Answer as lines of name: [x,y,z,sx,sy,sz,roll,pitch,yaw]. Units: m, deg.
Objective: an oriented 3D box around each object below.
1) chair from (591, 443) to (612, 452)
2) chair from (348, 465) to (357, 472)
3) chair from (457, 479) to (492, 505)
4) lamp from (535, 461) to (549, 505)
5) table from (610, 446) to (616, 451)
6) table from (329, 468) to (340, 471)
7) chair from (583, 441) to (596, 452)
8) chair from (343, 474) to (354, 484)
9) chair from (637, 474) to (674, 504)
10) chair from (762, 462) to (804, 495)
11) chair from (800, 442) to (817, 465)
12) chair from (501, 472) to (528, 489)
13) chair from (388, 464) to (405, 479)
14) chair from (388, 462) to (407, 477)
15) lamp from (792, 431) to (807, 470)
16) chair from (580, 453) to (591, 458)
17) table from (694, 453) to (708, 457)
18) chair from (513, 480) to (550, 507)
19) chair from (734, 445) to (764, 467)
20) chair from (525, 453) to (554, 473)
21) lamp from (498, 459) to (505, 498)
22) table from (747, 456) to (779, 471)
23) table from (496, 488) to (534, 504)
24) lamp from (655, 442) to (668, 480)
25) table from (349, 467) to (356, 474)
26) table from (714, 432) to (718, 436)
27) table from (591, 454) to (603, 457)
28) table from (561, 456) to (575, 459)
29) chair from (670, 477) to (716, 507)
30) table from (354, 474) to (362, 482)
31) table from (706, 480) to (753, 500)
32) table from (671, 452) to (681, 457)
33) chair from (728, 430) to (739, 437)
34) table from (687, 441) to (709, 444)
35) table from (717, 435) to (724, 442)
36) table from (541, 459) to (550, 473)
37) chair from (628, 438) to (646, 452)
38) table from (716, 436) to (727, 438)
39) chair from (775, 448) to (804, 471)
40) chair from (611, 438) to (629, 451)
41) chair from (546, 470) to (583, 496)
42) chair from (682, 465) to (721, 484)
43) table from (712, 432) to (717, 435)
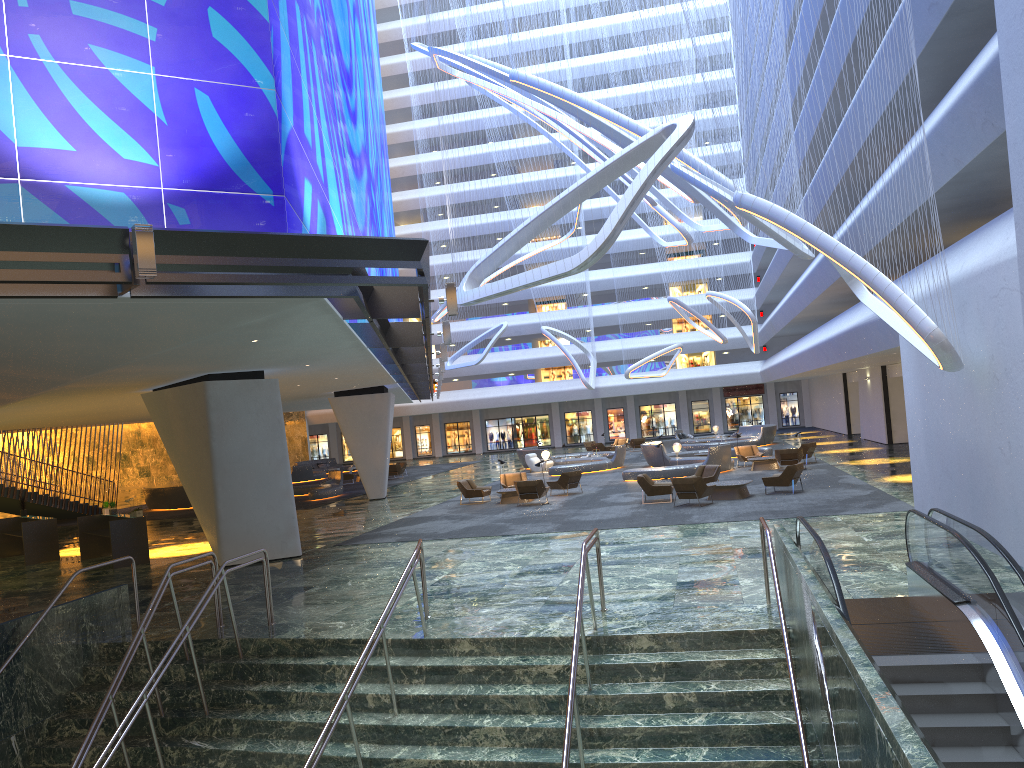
chair: [5.049,3.698,50.355,0.937,0.766,0.931,-4,-2,-37]
chair: [-10.182,5.423,56.508,0.587,0.501,0.490,-6,-1,29]
chair: [-1.205,3.445,28.431,0.939,0.766,0.929,-6,-1,20]
lamp: [0.877,2.903,26.124,0.384,1.300,0.201,-5,0,29]
table: [5.508,3.890,51.771,1.201,0.392,1.205,-3,-3,-42]
table: [-11.276,5.563,56.391,0.670,0.406,0.674,-4,-2,-34]
chair: [4.840,3.821,53.171,0.928,0.766,0.940,-4,-2,-34]
chair: [-8.575,4.730,45.292,0.938,0.766,0.930,-5,-1,-17]
chair: [3.913,2.824,24.059,0.939,0.766,0.929,-5,-1,14]
chair: [7.202,2.509,23.486,0.940,0.766,0.928,-6,-2,37]
chair: [10.572,2.535,32.349,0.928,0.766,0.940,-4,-2,-45]
chair: [0.083,3.372,29.563,0.929,0.766,0.939,-5,-1,-4]
chair: [-6.072,4.519,45.641,0.930,0.766,0.938,-5,-1,10]
chair: [-6.158,4.599,47.604,0.937,0.766,0.931,-4,-2,-39]
lamp: [9.716,2.253,29.965,0.384,1.300,0.201,-5,0,29]
chair: [3.229,3.781,44.626,1.782,0.501,0.586,-4,-2,-24]
table: [8.250,3.101,37.112,1.204,0.392,1.203,-6,-2,12]
chair: [0.582,3.204,26.249,0.930,0.766,0.938,-6,-1,18]
chair: [8.921,2.722,33.404,0.929,0.766,0.939,-5,-1,-4]
chair: [1.272,3.628,40.910,1.159,0.882,0.728,-6,-1,31]
lamp: [-0.323,3.132,29.414,0.202,1.300,0.383,-5,0,29]
table: [8.987,2.827,31.505,1.204,0.392,1.203,-6,-2,12]
table: [0.148,3.476,27.664,1.204,0.392,1.203,-6,-2,12]
lamp: [5.223,2.695,31.014,0.384,1.300,0.201,-5,0,29]
table: [-9.925,5.417,55.712,0.673,0.406,0.671,-5,-2,-1]
table: [12.336,3.232,53.590,0.417,0.595,0.428,-5,-1,-34]
table: [4.325,3.716,44.270,0.672,0.406,0.672,-4,-2,-26]
table: [2.816,3.853,44.312,0.674,0.406,0.670,-6,-2,31]
chair: [4.575,2.706,22.475,0.931,0.766,0.937,-6,-2,39]
table: [-7.663,4.873,46.474,1.202,0.392,1.205,-4,-2,-23]
table: [5.739,2.821,23.504,1.205,0.392,1.202,-6,-2,30]
table: [6.778,3.091,36.364,0.418,0.595,0.427,-5,-1,11]
chair: [12.927,3.001,50.602,0.928,0.766,0.940,-4,-2,-45]
table: [10.100,3.346,48.189,1.204,0.392,1.203,-6,-2,12]
table: [11.535,3.129,48.886,0.418,0.595,0.427,-5,-1,8]
table: [1.537,3.695,40.008,0.417,0.595,0.428,-5,-1,-14]
chair: [7.285,3.541,51.536,0.929,0.766,0.939,-5,-1,-10]
table: [12.312,3.295,52.190,0.671,0.406,0.673,-5,-2,8]
chair: [9.421,2.555,30.091,0.930,0.766,0.938,-6,-1,18]
chair: [6.541,3.675,53.353,0.931,0.766,0.938,-6,-2,31]
chair: [1.733,3.185,28.508,0.928,0.766,0.940,-4,-2,-45]
chair: [5.433,2.734,25.296,0.937,0.766,0.931,-4,-1,-26]
table: [12.633,3.259,54.822,0.417,0.595,0.428,-5,-1,-14]
